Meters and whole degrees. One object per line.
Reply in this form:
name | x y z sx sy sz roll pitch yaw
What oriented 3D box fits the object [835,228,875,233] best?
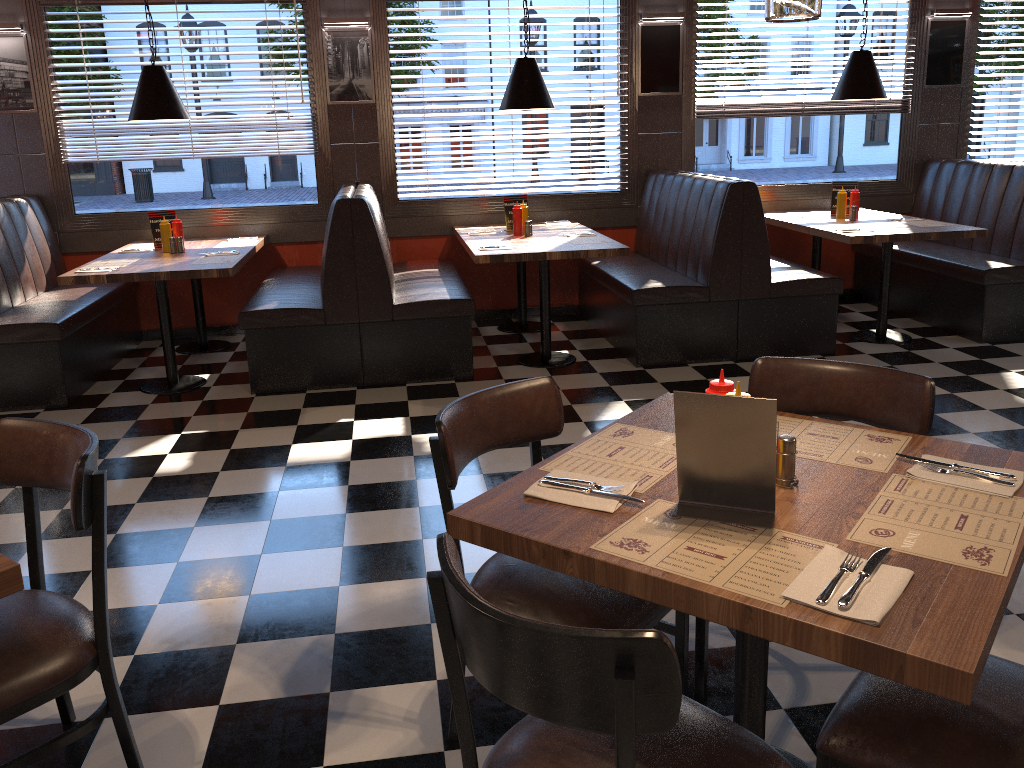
object | 2.292 -1.023 5.874 0.255 0.019 0.159 -2 16 -2

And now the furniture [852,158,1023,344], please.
furniture | 3.334 -1.078 6.676 0.706 1.142 1.728 -4 16 -7

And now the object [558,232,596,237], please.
object | 0.445 -1.027 6.090 0.255 0.019 0.159 -4 16 -9

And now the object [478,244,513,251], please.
object | -0.086 -0.867 5.598 0.255 0.019 0.159 -4 16 -7

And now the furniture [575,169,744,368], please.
furniture | 0.972 -0.911 6.360 0.706 1.142 1.728 -4 16 -7

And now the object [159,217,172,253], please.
object | -2.298 -0.994 5.885 0.068 0.235 0.068 -8 16 -24

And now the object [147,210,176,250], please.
object | -2.378 -1.056 6.072 0.189 0.254 0.073 -13 18 -37

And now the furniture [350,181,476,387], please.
furniture | -0.693 -0.793 6.137 0.706 1.142 1.728 -4 16 -7

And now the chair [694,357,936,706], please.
chair | 0.808 0.410 2.363 0.488 0.858 0.549 8 18 33

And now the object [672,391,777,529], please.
object | 0.408 0.134 1.698 0.188 0.254 0.073 4 15 22

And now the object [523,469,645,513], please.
object | 0.165 0.220 1.853 0.255 0.019 0.159 7 19 29

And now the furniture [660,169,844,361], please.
furniture | 1.670 -0.961 6.453 0.706 1.142 1.728 -4 16 -7

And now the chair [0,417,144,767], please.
chair | -1.179 0.573 2.020 0.488 0.858 0.548 11 19 40

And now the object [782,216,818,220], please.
object | 2.182 -1.257 6.688 0.255 0.019 0.159 -4 16 -8

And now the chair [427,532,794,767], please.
chair | 0.168 0.669 1.546 0.548 0.858 0.489 -15 20 -42

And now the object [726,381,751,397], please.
object | 0.460 0.108 1.813 0.068 0.235 0.068 -2 14 -2

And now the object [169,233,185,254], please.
object | -2.215 -0.931 5.842 0.094 0.134 0.047 -13 18 -37

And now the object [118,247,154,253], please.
object | -2.529 -0.911 6.015 0.255 0.019 0.159 -4 16 -8

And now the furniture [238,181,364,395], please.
furniture | -1.391 -0.744 6.044 0.706 1.142 1.728 -4 16 -7

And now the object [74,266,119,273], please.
object | -2.411 -0.674 5.190 0.255 0.019 0.159 -2 16 -2

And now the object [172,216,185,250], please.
object | -2.247 -1.018 5.961 0.068 0.235 0.068 -8 16 -24

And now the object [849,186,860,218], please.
object | 2.546 -1.351 6.582 0.068 0.235 0.068 -7 15 -20

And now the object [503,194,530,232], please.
object | 0.036 -1.254 6.488 0.188 0.254 0.073 -7 15 -17

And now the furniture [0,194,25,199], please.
furniture | -3.754 -0.577 5.728 0.706 1.142 1.728 -4 16 -7

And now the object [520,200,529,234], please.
object | 0.083 -1.183 6.273 0.068 0.235 0.068 2 15 15

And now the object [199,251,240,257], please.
object | -1.891 -0.844 5.717 0.255 0.019 0.159 -5 17 -11

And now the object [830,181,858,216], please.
object | 2.551 -1.426 6.804 0.188 0.254 0.073 4 15 22

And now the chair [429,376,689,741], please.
chair | 0.109 0.473 2.225 0.546 0.858 0.490 9 18 36

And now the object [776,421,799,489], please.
object | 0.555 0.144 1.866 0.094 0.134 0.047 11 19 41

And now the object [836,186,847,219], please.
object | 2.452 -1.350 6.587 0.068 0.235 0.068 -7 15 -20

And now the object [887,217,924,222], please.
object | 2.817 -1.188 6.384 0.255 0.019 0.159 -5 17 -11

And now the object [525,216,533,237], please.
object | 0.115 -1.096 6.154 0.047 0.134 0.094 3 15 17

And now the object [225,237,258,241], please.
object | -1.988 -1.060 6.464 0.255 0.019 0.159 -4 16 -6

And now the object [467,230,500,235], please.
object | -0.194 -1.094 6.386 0.255 0.019 0.159 -5 17 -12

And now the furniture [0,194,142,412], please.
furniture | -3.056 -0.626 5.821 0.706 1.142 1.728 -4 16 -7

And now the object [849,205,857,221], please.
object | 2.495 -1.264 6.472 0.047 0.134 0.094 3 15 17

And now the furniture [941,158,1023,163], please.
furniture | 4.033 -1.128 6.769 0.706 1.142 1.728 -4 16 -7

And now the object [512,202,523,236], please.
object | 0.039 -1.158 6.193 0.068 0.235 0.068 2 15 15

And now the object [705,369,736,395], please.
object | 0.448 0.082 1.903 0.068 0.235 0.068 -2 14 -2

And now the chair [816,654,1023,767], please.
chair | 0.910 0.618 1.639 0.546 0.858 0.490 10 19 39

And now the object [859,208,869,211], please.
object | 2.726 -1.404 7.131 0.255 0.019 0.159 -4 16 -6

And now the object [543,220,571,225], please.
object | 0.330 -1.260 6.898 0.255 0.019 0.159 -2 16 -2
